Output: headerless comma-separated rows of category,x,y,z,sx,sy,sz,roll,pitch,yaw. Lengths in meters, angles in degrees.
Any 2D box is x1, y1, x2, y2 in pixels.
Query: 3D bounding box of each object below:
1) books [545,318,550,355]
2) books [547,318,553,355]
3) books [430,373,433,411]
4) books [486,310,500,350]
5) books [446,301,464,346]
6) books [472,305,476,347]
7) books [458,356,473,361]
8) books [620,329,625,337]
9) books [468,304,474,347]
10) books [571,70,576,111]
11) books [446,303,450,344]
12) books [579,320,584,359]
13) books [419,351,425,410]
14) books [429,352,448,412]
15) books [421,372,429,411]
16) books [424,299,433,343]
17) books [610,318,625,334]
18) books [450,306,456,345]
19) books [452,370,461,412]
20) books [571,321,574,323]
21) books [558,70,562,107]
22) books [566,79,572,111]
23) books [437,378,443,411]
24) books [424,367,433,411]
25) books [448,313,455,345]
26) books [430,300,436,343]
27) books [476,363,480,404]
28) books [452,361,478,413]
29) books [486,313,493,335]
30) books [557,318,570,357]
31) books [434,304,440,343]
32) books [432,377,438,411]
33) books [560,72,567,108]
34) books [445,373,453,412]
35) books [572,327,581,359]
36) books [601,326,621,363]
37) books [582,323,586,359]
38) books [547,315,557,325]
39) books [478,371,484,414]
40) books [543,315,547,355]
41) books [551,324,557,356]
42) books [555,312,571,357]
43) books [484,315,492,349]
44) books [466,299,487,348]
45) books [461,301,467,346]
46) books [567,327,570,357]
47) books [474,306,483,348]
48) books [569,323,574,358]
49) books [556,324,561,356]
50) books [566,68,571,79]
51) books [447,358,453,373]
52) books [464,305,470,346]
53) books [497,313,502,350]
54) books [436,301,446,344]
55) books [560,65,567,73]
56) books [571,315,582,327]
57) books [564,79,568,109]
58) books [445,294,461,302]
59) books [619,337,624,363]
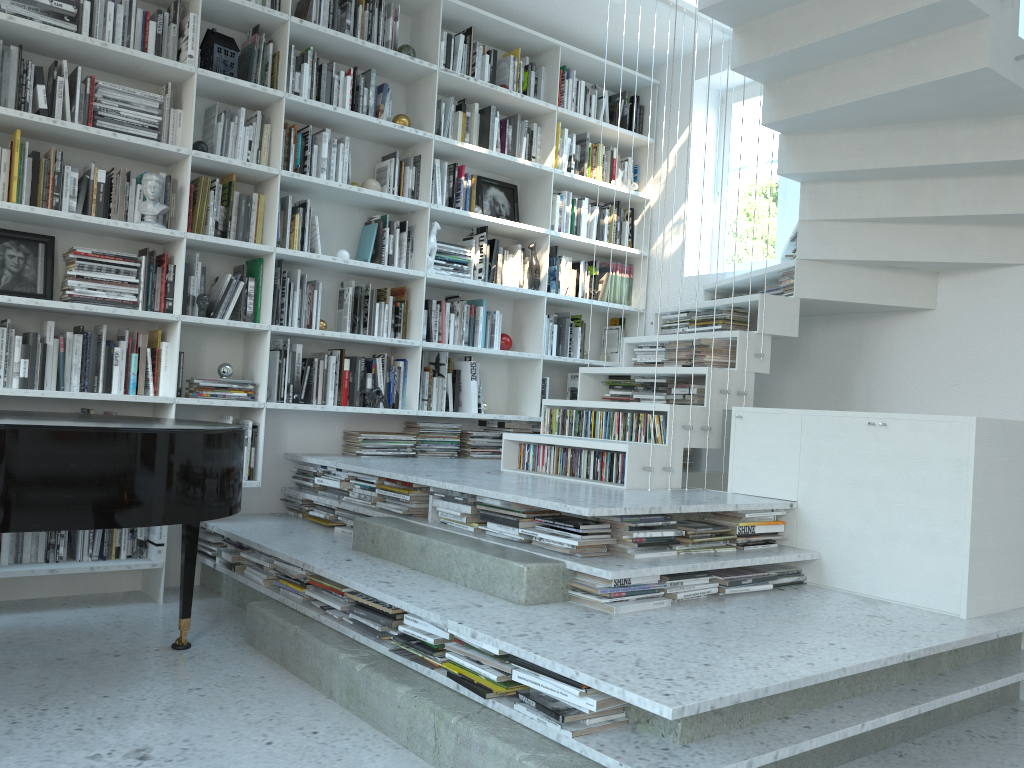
books,0.165,-0.284,5.456,0.037,0.236,0.153,4,-1,-38
books,0.188,-0.286,5.475,0.022,0.242,0.151,4,-1,-38
books,-0.489,0.043,4.967,0.025,0.210,0.137,4,-1,-38
books,-0.144,-0.309,5.214,0.025,0.235,0.181,4,-1,-38
books,-0.347,-0.336,5.026,0.028,0.255,0.191,4,-1,-38
books,-0.264,-0.328,5.134,0.012,0.254,0.161,4,-1,-38
books,-0.278,0.002,5.141,0.012,0.326,0.136,4,-1,-38
books,0.683,-0.243,5.878,0.022,0.237,0.152,4,-1,-38
books,-0.278,-0.328,5.090,0.014,0.249,0.177,4,-1,-38
books,0.323,-1.781,5.529,0.012,0.306,0.184,4,-1,-38
books,-0.416,-0.333,5.005,0.026,0.239,0.177,4,-1,-38
books,0.395,-0.274,5.651,0.012,0.254,0.161,4,-1,-38
books,-0.536,-0.019,4.941,0.013,0.327,0.130,4,-1,-38
books,-0.421,-0.014,5.006,0.014,0.333,0.168,4,-1,-38
books,-0.518,0.038,4.943,0.023,0.214,0.163,4,-1,-38
books,-0.500,-0.343,4.927,0.047,0.244,0.177,4,-1,-38
books,0.694,-0.281,5.896,0.013,0.315,0.129,4,-1,-38
books,-0.378,-0.325,5.031,0.012,0.229,0.179,4,-1,-38
books,-0.360,0.038,5.060,0.031,0.239,0.171,4,-1,-38
books,0.332,-0.273,5.612,0.027,0.242,0.131,4,-1,-38
books,0.248,-1.777,5.472,0.013,0.286,0.150,4,-1,-38
books,0.299,-1.752,5.510,0.023,0.243,0.182,4,-1,-38
books,-0.443,0.059,4.996,0.024,0.185,0.149,4,-1,-38
books,-0.496,0.025,4.946,0.015,0.243,0.156,4,-1,-38
books,-0.389,-0.302,5.011,0.027,0.181,0.186,4,-1,-38
books,-0.479,-0.342,4.958,0.024,0.247,0.143,4,-1,-38
books,-0.251,0.023,5.135,0.025,0.287,0.160,4,-1,-38
books,-0.291,0.017,5.059,0.075,0.291,0.255,4,-1,-38
books,-0.174,-0.303,5.202,0.037,0.218,0.139,4,-1,-38
books,0.281,-0.282,5.523,0.027,0.248,0.184,4,-1,-38
books,-0.458,-0.329,4.959,0.011,0.223,0.162,4,-1,-38
books,-0.468,0.056,4.984,0.030,0.188,0.140,4,-1,-38
books,0.265,-1.767,5.470,0.012,0.269,0.184,4,-1,-38
books,-0.398,0.046,5.025,0.052,0.217,0.184,4,-1,-38
books,0.367,-0.253,5.604,0.021,0.205,0.174,4,-1,-38
books,0.652,-0.254,5.850,0.012,0.254,0.161,4,-1,-38
books,0.407,-0.267,5.655,0.013,0.240,0.166,4,-1,-38
books,0.221,-0.295,5.518,0.024,0.267,0.133,4,-1,-38
books,-0.223,0.032,5.169,0.062,0.274,0.148,4,-1,-38
books,0.147,-0.294,5.431,0.024,0.252,0.175,4,-1,-38
books,0.210,-0.264,5.486,0.029,0.201,0.172,4,-1,-38
books,0.313,-0.303,5.583,0.013,0.297,0.141,4,-1,-38
books,-0.192,-0.296,5.169,0.030,0.200,0.189,4,-1,-38
books,-0.217,-0.343,5.144,0.026,0.290,0.181,4,-1,-38
books,-0.324,-0.338,5.050,0.012,0.262,0.186,4,-1,-38
books,0.295,-0.256,5.570,0.027,0.201,0.164,4,-1,-38
books,-0.235,-0.321,5.125,0.023,0.244,0.189,4,-1,-38
books,0.326,-0.269,5.586,0.014,0.230,0.172,4,-1,-38
books,0.243,-0.264,5.527,0.025,0.208,0.149,4,-1,-38
books,0.305,-1.792,5.534,0.012,0.326,0.151,4,-1,-38
books,-0.385,0.005,5.062,0.010,0.304,0.131,4,-1,-38
books,-0.307,-0.328,5.094,0.026,0.246,0.165,4,-1,-38
books,-0.125,-0.302,5.231,0.027,0.223,0.170,4,-1,-38
books,-0.434,-0.339,4.971,0.045,0.246,0.185,4,-1,-38
books,0.278,-1.797,5.511,0.014,0.331,0.142,4,-1,-38
books,0.377,-0.292,5.621,0.011,0.284,0.161,4,-1,-38
books,0.275,-1.746,5.482,0.022,0.229,0.174,4,-1,-38
books,-0.343,-0.357,5.056,0.013,0.299,0.147,4,-1,-38
books,0.670,-0.216,5.856,0.028,0.181,0.167,4,-1,-38
